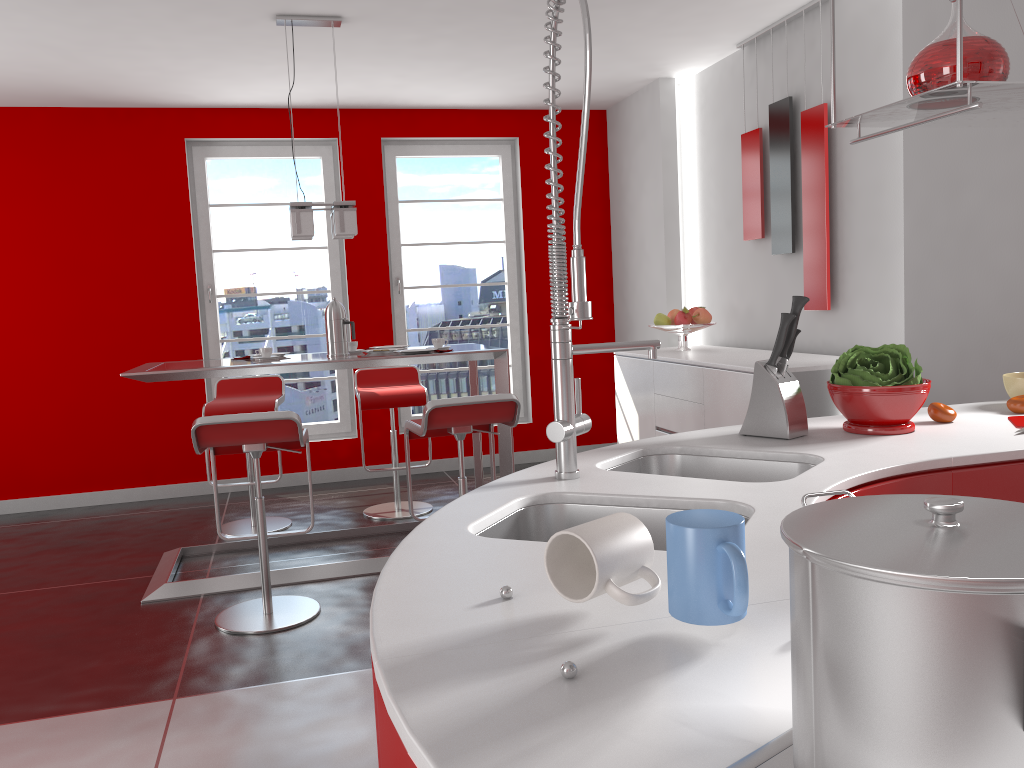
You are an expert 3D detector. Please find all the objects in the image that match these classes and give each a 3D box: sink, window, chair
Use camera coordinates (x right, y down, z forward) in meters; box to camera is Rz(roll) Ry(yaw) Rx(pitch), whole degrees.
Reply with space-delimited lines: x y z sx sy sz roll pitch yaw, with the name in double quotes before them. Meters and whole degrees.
"sink" 0.410 0.265 1.840 0.428 0.172 0.326 1 7 36
"window" -0.412 -0.726 6.548 0.938 2.038 0.117 -4 6 -14
"window" -1.668 -0.633 6.226 0.938 2.038 0.117 -4 6 -14
"chair" -1.010 0.519 3.554 0.418 0.857 0.460 -4 6 -10
"sink" 0.165 0.318 1.423 0.428 0.172 0.326 0 6 24
"chair" -1.502 0.397 5.079 0.418 0.857 0.460 -4 6 -7
"chair" -0.708 0.336 5.303 0.418 0.857 0.460 -4 6 -12
"chair" -0.201 0.459 3.756 0.418 0.857 0.460 -5 6 -19

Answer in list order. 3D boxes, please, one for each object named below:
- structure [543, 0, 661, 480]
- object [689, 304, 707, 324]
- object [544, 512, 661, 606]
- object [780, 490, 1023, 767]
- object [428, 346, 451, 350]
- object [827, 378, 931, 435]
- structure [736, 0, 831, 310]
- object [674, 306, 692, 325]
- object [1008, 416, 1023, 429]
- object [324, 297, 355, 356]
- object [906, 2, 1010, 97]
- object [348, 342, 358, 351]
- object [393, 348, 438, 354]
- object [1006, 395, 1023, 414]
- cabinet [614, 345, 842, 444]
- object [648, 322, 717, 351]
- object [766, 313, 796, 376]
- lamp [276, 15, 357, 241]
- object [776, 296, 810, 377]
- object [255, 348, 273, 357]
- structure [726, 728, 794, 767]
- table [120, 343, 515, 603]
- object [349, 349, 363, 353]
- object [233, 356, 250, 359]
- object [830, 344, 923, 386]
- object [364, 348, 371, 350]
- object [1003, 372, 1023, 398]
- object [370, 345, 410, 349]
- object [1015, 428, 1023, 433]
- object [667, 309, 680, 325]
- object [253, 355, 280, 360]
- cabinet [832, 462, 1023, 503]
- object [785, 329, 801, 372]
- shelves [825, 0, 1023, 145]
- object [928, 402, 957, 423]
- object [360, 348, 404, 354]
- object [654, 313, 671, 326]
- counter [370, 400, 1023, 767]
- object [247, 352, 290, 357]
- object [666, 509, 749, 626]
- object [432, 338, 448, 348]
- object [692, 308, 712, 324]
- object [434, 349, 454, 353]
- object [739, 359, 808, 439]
"structure" 0.139 -0.273 1.658 0.178 0.920 0.308 0 6 29
"object" 1.093 -0.412 5.290 0.117 0.129 0.150 1 7 33
"object" 0.109 0.194 0.988 0.100 0.080 0.109 -8 8 -44
"object" 0.264 0.161 0.542 0.218 0.185 0.189 1 7 38
"object" -0.366 -0.177 4.411 0.119 0.016 0.119 -2 6 5
"object" 0.868 0.052 2.103 0.229 0.118 0.228 -8 8 -43
"structure" 1.429 -1.144 4.700 0.040 1.503 0.820 -4 6 -14
"object" 0.984 -0.391 5.141 0.097 0.133 0.117 -5 6 -25
"object" 1.307 0.088 2.086 0.266 0.006 0.168 -2 6 12
"object" -0.842 -0.284 4.333 0.149 0.287 0.113 -3 6 -6
"object" 1.017 -0.776 2.027 0.213 0.266 0.213 -2 6 14
"object" -0.822 -0.189 4.519 0.078 0.049 0.062 0 6 25
"object" -0.456 -0.153 4.196 0.217 0.015 0.217 -1 6 22
"object" 1.298 0.053 2.262 0.065 0.047 0.063 -4 6 -15
"cabinet" 1.178 0.281 4.770 0.610 0.880 1.802 -4 6 -14
"object" 1.010 -0.278 5.242 0.398 0.159 0.398 1 7 35
"object" 0.605 -0.025 2.064 0.012 0.279 0.130 -8 8 -43
"lamp" -0.939 -1.221 4.255 0.304 1.025 0.304 -4 6 -14
"object" 0.630 -0.043 2.074 0.014 0.322 0.150 -8 8 -43
"object" -1.202 -0.150 4.313 0.078 0.049 0.062 -2 6 8
"structure" 0.348 0.261 0.613 0.457 0.037 0.303 -7 7 -39
"table" -0.913 0.361 4.394 1.700 1.000 0.800 -4 6 -14
"object" -0.813 -0.165 4.518 0.119 0.016 0.119 -5 6 -17
"object" -1.374 -0.134 4.491 0.095 0.012 0.234 -4 6 -16
"object" 0.856 -0.001 2.094 0.198 0.182 0.193 -4 6 -9
"object" -0.780 -0.179 4.650 0.095 0.012 0.234 -4 6 -16
"object" 1.416 0.019 2.351 0.201 0.086 0.201 -4 6 -13
"object" -0.645 -0.190 4.682 0.217 0.015 0.217 -7 7 -39
"object" 1.259 0.087 2.055 0.375 0.008 0.041 -7 7 -37
"object" 0.981 -0.398 5.338 0.096 0.105 0.117 -1 6 15
"object" -1.193 -0.127 4.314 0.119 0.016 0.119 -7 7 -34
"cabinet" 1.139 0.560 1.559 1.025 0.761 1.875 0 6 31
"object" 0.645 -0.033 2.099 0.009 0.197 0.091 -8 8 -43
"shelves" 1.275 -1.124 2.086 0.934 1.023 0.462 -4 6 -14
"object" 1.057 0.070 2.179 0.064 0.048 0.063 -7 7 -36
"object" -0.639 -0.162 4.383 0.217 0.015 0.217 -1 6 23
"object" 0.888 -0.375 5.226 0.100 0.086 0.083 1 7 35
"counter" 0.869 0.608 1.535 1.868 0.880 2.865 -1 6 19
"object" -1.239 -0.145 4.523 0.217 0.015 0.217 -2 6 9
"object" 0.211 0.188 0.907 0.080 0.100 0.109 -8 7 -41
"object" -0.360 -0.202 4.411 0.078 0.049 0.062 -4 6 -15
"object" 1.114 -0.393 5.164 0.121 0.101 0.097 -7 7 -36
"object" -0.321 -0.160 4.224 0.095 0.012 0.234 -4 6 -14
"object" 0.617 0.031 2.102 0.091 0.178 0.137 -8 7 -41
